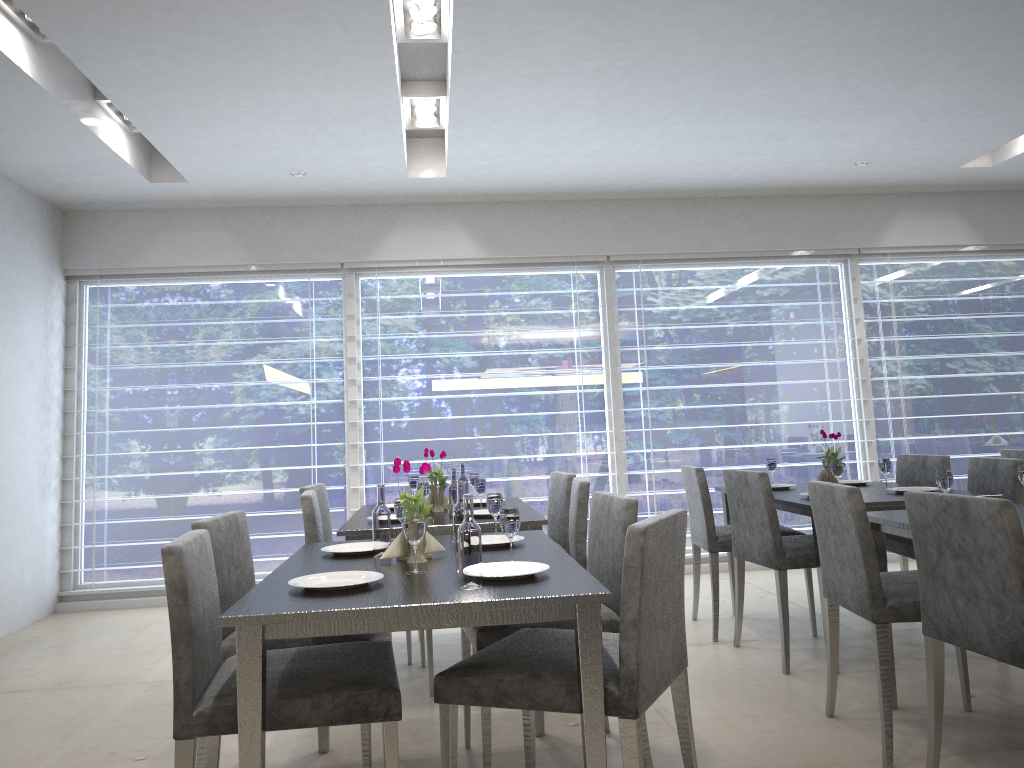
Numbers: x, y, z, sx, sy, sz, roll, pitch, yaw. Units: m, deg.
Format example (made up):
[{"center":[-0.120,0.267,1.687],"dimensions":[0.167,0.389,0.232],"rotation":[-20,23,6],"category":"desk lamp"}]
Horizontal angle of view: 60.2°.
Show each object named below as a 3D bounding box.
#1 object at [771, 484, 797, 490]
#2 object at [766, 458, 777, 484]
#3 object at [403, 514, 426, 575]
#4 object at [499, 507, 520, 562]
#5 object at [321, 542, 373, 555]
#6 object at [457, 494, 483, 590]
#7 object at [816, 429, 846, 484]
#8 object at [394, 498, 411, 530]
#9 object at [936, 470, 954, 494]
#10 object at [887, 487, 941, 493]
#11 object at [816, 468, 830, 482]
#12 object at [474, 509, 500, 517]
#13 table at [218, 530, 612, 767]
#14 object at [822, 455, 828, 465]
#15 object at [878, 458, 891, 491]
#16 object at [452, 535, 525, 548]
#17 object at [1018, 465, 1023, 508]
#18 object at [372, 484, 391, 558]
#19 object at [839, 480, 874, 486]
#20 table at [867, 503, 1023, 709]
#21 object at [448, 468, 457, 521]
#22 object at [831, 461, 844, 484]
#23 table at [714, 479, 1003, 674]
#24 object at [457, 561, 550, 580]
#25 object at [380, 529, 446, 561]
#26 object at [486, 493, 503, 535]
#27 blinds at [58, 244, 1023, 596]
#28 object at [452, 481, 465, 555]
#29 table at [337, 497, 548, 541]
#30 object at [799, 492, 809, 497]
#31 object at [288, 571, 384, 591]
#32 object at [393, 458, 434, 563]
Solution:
[{"center":[1.265,0.498,4.275],"dimensions":[0.217,0.015,0.215],"rotation":[-2,-3,-5],"category":"object"},{"center":[1.305,0.442,4.437],"dimensions":[0.053,0.140,0.053],"rotation":[-9,-9,42],"category":"object"},{"center":[-0.238,0.391,2.167],"dimensions":[0.053,0.140,0.053],"rotation":[-9,-9,42],"category":"object"},{"center":[-0.003,0.385,2.237],"dimensions":[0.053,0.140,0.053],"rotation":[-9,-9,42],"category":"object"},{"center":[-0.453,0.487,2.606],"dimensions":[0.217,0.015,0.215],"rotation":[-1,-3,-25],"category":"object"},{"center":[-0.092,0.342,1.924],"dimensions":[0.051,0.203,0.052],"rotation":[-8,-9,37],"category":"object"},{"center":[1.455,0.345,4.030],"dimensions":[0.104,0.279,0.153],"rotation":[-2,-6,-8],"category":"object"},{"center":[-0.343,0.429,2.780],"dimensions":[0.053,0.140,0.053],"rotation":[-9,-9,42],"category":"object"},{"center":[1.445,0.357,2.944],"dimensions":[0.053,0.140,0.053],"rotation":[-9,-9,42],"category":"object"},{"center":[1.699,0.450,3.732],"dimensions":[0.217,0.015,0.215],"rotation":[-2,-3,-5],"category":"object"},{"center":[1.449,0.437,4.082],"dimensions":[0.203,0.101,0.069],"rotation":[0,-7,-35],"category":"object"},{"center":[-0.088,0.522,3.568],"dimensions":[0.217,0.015,0.215],"rotation":[-1,-3,-27],"category":"object"},{"center":[-0.222,0.788,2.300],"dimensions":[0.777,0.640,1.180],"rotation":[-2,-4,-5],"category":"table"},{"center":[1.596,0.431,4.464],"dimensions":[0.053,0.140,0.053],"rotation":[-8,-9,37],"category":"object"},{"center":[1.646,0.398,3.894],"dimensions":[0.053,0.140,0.053],"rotation":[-8,-9,37],"category":"object"},{"center":[-0.070,0.472,2.642],"dimensions":[0.217,0.015,0.215],"rotation":[-1,-3,-25],"category":"object"},{"center":[1.735,0.345,2.971],"dimensions":[0.053,0.140,0.053],"rotation":[-9,-9,42],"category":"object"},{"center":[-0.367,0.384,2.487],"dimensions":[0.051,0.203,0.052],"rotation":[-8,-9,37],"category":"object"},{"center":[1.649,0.483,4.310],"dimensions":[0.217,0.015,0.215],"rotation":[-2,-3,-5],"category":"object"},{"center":[1.627,0.714,2.469],"dimensions":[0.777,0.640,1.180],"rotation":[-2,-4,-5],"category":"table"},{"center":[-0.223,0.428,3.421],"dimensions":[0.052,0.203,0.051],"rotation":[4,-9,-40],"category":"object"},{"center":[1.411,0.405,3.825],"dimensions":[0.053,0.140,0.053],"rotation":[-9,-9,42],"category":"object"},{"center":[1.496,0.799,3.968],"dimensions":[0.777,0.640,1.180],"rotation":[-2,-4,-5],"category":"table"},{"center":[-0.019,0.438,2.064],"dimensions":[0.217,0.015,0.215],"rotation":[-1,-3,-25],"category":"object"},{"center":[-0.269,0.426,2.413],"dimensions":[0.203,0.101,0.069],"rotation":[0,-7,-35],"category":"object"},{"center":[-0.053,0.417,2.807],"dimensions":[0.053,0.140,0.053],"rotation":[-9,-9,42],"category":"object"},{"center":[0.692,0.136,5.892],"dimensions":[7.097,2.064,0.045],"rotation":[-2,-7,-5],"category":"blinds"},{"center":[-0.140,0.373,2.474],"dimensions":[0.051,0.203,0.052],"rotation":[-8,-9,37],"category":"object"},{"center":[-0.290,0.871,3.804],"dimensions":[0.777,0.640,1.180],"rotation":[-2,-4,-5],"category":"table"},{"center":[1.315,0.465,3.697],"dimensions":[0.217,0.015,0.215],"rotation":[-2,-3,-5],"category":"object"},{"center":[-0.403,0.454,2.029],"dimensions":[0.217,0.015,0.215],"rotation":[-1,-3,-25],"category":"object"},{"center":[-0.263,0.334,2.362],"dimensions":[0.104,0.279,0.153],"rotation":[-2,-6,-8],"category":"object"}]
